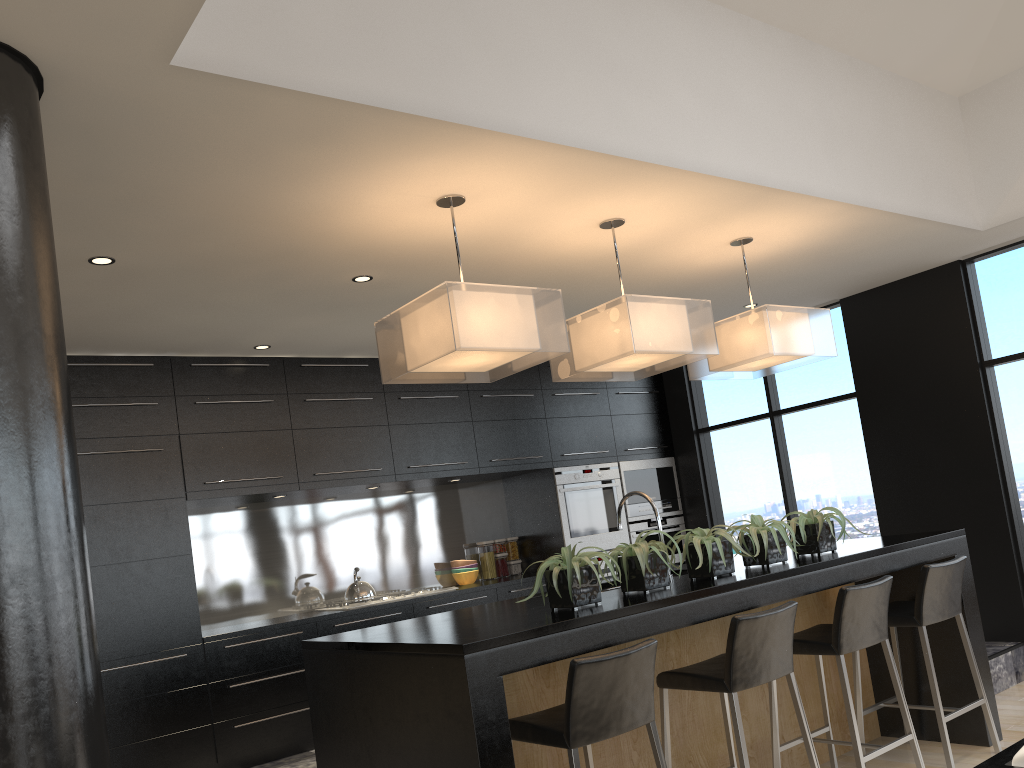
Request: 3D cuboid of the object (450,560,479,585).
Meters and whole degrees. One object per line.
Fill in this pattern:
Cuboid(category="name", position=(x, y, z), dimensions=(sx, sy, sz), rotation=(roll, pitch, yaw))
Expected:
Cuboid(category="object", position=(-0.373, 1.498, 7.040), dimensions=(0.204, 0.203, 0.187), rotation=(-3, -9, -37))

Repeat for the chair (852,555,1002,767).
Cuboid(category="chair", position=(1.973, 1.350, 4.303), dimensions=(0.474, 0.955, 0.525), rotation=(-4, -7, -38))

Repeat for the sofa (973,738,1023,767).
Cuboid(category="sofa", position=(2.063, 1.042, 2.111), dimensions=(2.027, 0.796, 0.849), rotation=(-1, -10, -38))

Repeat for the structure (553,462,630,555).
Cuboid(category="structure", position=(0.654, 1.013, 7.208), dimensions=(0.699, 0.700, 0.087), rotation=(-3, -7, -38))

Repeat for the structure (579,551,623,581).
Cuboid(category="structure", position=(0.757, 1.718, 7.155), dimensions=(0.699, 0.700, 0.087), rotation=(-3, -7, -38))

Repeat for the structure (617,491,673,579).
Cuboid(category="structure", position=(0.570, 1.038, 4.257), dimensions=(2.770, 1.009, 0.664), rotation=(-1, -9, -38))

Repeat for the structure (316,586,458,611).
Cuboid(category="structure", position=(-0.895, 1.548, 6.345), dimensions=(0.898, 0.066, 0.527), rotation=(-1, -12, -38))

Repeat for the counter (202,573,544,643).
Cuboid(category="counter", position=(-0.902, 1.575, 6.358), dimensions=(2.854, 0.033, 0.740), rotation=(-1, -12, -38))

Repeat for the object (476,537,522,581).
Cuboid(category="object", position=(-0.099, 1.441, 7.292), dimensions=(0.364, 0.313, 0.115), rotation=(-3, -7, -38))

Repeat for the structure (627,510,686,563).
Cuboid(category="structure", position=(1.270, 1.342, 7.609), dimensions=(0.676, 0.441, 0.071), rotation=(-2, -7, -38))

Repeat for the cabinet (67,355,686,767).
Cuboid(category="cabinet", position=(-0.952, 1.124, 6.374), dimensions=(5.713, 2.502, 0.737), rotation=(-1, -8, -38))

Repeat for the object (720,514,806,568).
Cuboid(category="object", position=(1.177, 0.698, 4.016), dimensions=(0.405, 0.237, 0.403), rotation=(-6, -8, -13))

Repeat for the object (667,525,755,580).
Cuboid(category="object", position=(0.882, 0.712, 3.784), dimensions=(0.405, 0.215, 0.403), rotation=(-6, -9, -13))

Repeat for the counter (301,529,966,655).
Cuboid(category="counter", position=(0.735, 0.902, 4.030), dimensions=(3.107, 0.031, 1.196), rotation=(-1, -12, -38))

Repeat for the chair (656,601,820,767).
Cuboid(category="chair", position=(0.888, 1.365, 3.466), dimensions=(0.474, 0.955, 0.525), rotation=(-4, -7, -38))

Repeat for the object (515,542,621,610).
Cuboid(category="object", position=(0.184, 0.722, 3.310), dimensions=(0.405, 0.237, 0.403), rotation=(-6, -8, -13))

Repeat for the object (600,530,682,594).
Cuboid(category="object", position=(0.523, 0.712, 3.540), dimensions=(0.396, 0.237, 0.412), rotation=(-6, -8, -13))

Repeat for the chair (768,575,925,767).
Cuboid(category="chair", position=(1.441, 1.357, 3.892), dimensions=(0.474, 0.955, 0.525), rotation=(-4, -7, -38))

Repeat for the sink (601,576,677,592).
Cuboid(category="sink", position=(0.572, 1.049, 4.186), dimensions=(0.920, 0.158, 0.467), rotation=(-1, -12, -38))

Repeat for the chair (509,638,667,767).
Cuboid(category="chair", position=(0.266, 1.373, 2.987), dimensions=(0.474, 0.955, 0.525), rotation=(-4, -7, -38))

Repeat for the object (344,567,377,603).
Cuboid(category="object", position=(-1.067, 1.389, 6.141), dimensions=(0.220, 0.228, 0.224), rotation=(-1, -10, -45))

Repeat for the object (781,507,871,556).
Cuboid(category="object", position=(1.451, 0.718, 4.296), dimensions=(0.396, 0.215, 0.412), rotation=(-6, -9, -13))

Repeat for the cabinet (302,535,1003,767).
Cuboid(category="cabinet", position=(0.812, 1.425, 3.990), dimensions=(3.107, 1.028, 1.195), rotation=(-1, -10, -38))

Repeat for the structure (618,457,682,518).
Cuboid(category="structure", position=(1.204, 0.887, 7.643), dimensions=(0.674, 0.470, 0.027), rotation=(-2, -7, -38))
